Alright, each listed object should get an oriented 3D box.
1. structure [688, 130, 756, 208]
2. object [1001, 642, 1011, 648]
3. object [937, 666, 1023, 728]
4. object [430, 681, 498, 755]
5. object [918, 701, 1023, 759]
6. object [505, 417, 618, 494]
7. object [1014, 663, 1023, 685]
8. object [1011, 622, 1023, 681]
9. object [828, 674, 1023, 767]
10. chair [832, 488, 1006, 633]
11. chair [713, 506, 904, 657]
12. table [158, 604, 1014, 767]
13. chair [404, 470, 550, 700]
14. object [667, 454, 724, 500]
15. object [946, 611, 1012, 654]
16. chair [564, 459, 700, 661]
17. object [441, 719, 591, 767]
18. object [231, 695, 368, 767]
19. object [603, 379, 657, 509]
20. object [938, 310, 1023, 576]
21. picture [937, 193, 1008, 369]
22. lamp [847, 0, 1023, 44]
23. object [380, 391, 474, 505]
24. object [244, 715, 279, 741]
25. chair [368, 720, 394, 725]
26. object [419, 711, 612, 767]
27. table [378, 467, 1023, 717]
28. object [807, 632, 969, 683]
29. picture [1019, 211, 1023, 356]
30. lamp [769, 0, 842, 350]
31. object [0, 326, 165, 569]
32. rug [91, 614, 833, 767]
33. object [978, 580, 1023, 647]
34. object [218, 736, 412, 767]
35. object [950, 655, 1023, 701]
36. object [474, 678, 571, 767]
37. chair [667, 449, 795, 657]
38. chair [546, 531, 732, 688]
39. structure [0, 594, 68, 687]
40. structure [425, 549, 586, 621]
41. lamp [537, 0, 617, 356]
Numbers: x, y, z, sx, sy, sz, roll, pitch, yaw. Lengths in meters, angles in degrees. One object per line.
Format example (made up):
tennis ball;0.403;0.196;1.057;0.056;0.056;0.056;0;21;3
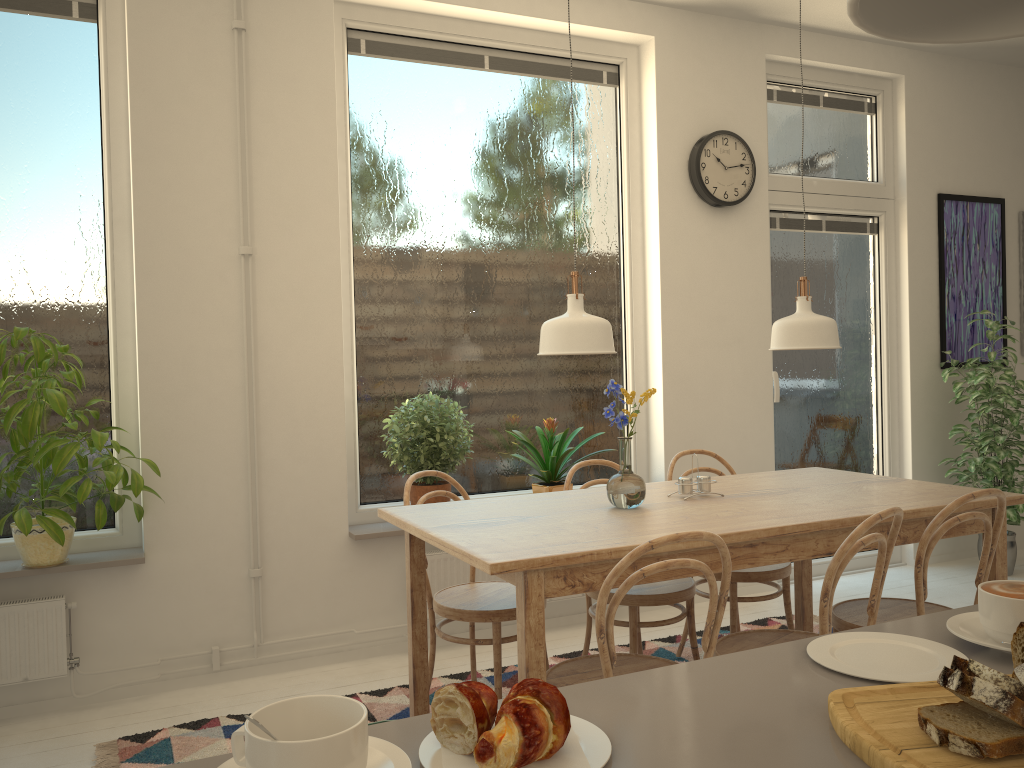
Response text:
structure;1.042;-1.060;4.373;0.371;0.371;0.074;-2;1;-25
object;0.595;0.282;0.947;0.132;0.011;0.027;-1;1;15
object;0.400;0.264;0.742;0.073;0.055;0.083;-2;1;-18
object;-0.033;0.288;0.789;0.060;0.059;0.074;-1;1;35
object;0.374;0.285;0.727;0.068;0.017;0.077;-2;1;-17
object;0.212;0.361;3.992;0.487;0.425;0.417;-2;1;-18
object;0.443;0.258;0.706;0.074;0.067;0.079;-2;1;-22
object;0.503;0.246;0.774;0.090;0.087;0.086;-2;1;-17
object;0.442;0.300;0.750;0.306;0.019;0.237;-2;1;-8
chair;1.179;0.688;2.612;0.385;0.810;0.483;-2;1;-27
chair;0.762;0.706;2.318;0.385;0.810;0.483;-2;1;-42
table;0.303;0.748;0.604;1.424;0.864;0.794;-2;1;-25
chair;-0.114;0.712;3.031;0.483;0.810;0.385;-1;1;38
object;0.589;0.293;2.850;0.155;0.138;0.095;-2;1;-25
object;0.582;0.290;1.006;0.160;0.020;0.160;-1;2;31
chair;0.431;0.694;3.181;0.385;0.810;0.483;-2;1;-27
object;-0.001;0.315;0.769;0.120;0.005;0.122;-2;1;-7
object;-0.161;0.290;0.692;0.098;0.060;0.094;-2;1;-28
object;0.341;0.178;2.675;0.144;0.388;0.206;-1;1;27
object;2.594;0.311;4.799;0.514;1.424;0.569;-1;1;18
picture;2.684;-0.592;5.158;0.546;0.999;0.018;-2;1;-25
lamp;0.321;-1.006;0.565;0.229;1.490;0.229;-2;1;-24
object;-0.349;0.313;3.743;0.395;0.561;0.383;-2;1;-27
object;-0.166;0.274;0.670;0.028;0.086;0.102;-1;1;16
chair;-0.125;0.806;0.913;0.485;0.752;0.446;-2;1;-40
object;0.003;0.317;0.771;0.167;0.005;0.167;-2;2;-29
table;0.591;0.739;2.755;1.798;0.749;0.894;-2;1;-25
object;0.413;0.301;0.980;0.167;0.005;0.167;-2;2;-29
picture;3.303;-0.612;5.444;0.525;0.869;0.020;-2;1;-25
lamp;0.947;-0.911;2.917;0.229;1.595;0.229;-1;1;10
object;-1.601;0.219;3.126;0.485;0.841;0.615;0;1;44
rug;0.372;1.115;2.723;3.025;0.035;1.749;-2;1;-25
object;0.583;0.261;1.004;0.098;0.064;0.094;-1;1;24
object;-0.158;0.316;0.694;0.160;0.020;0.160;-2;2;-28
object;0.421;0.262;0.760;0.072;0.057;0.083;-2;1;-19
object;0.015;0.288;0.763;0.070;0.060;0.131;-1;1;13
chair;0.855;0.676;3.459;0.385;0.810;0.483;-2;1;-22
chair;0.285;0.722;2.135;0.385;0.810;0.483;-2;1;-22
structure;-2.048;0.904;2.948;1.016;0.276;0.113;-2;1;-25
structure;0.073;0.828;3.925;1.029;0.278;0.113;-2;1;-25
lamp;0.167;-0.883;2.558;0.229;1.595;0.229;-1;1;21
